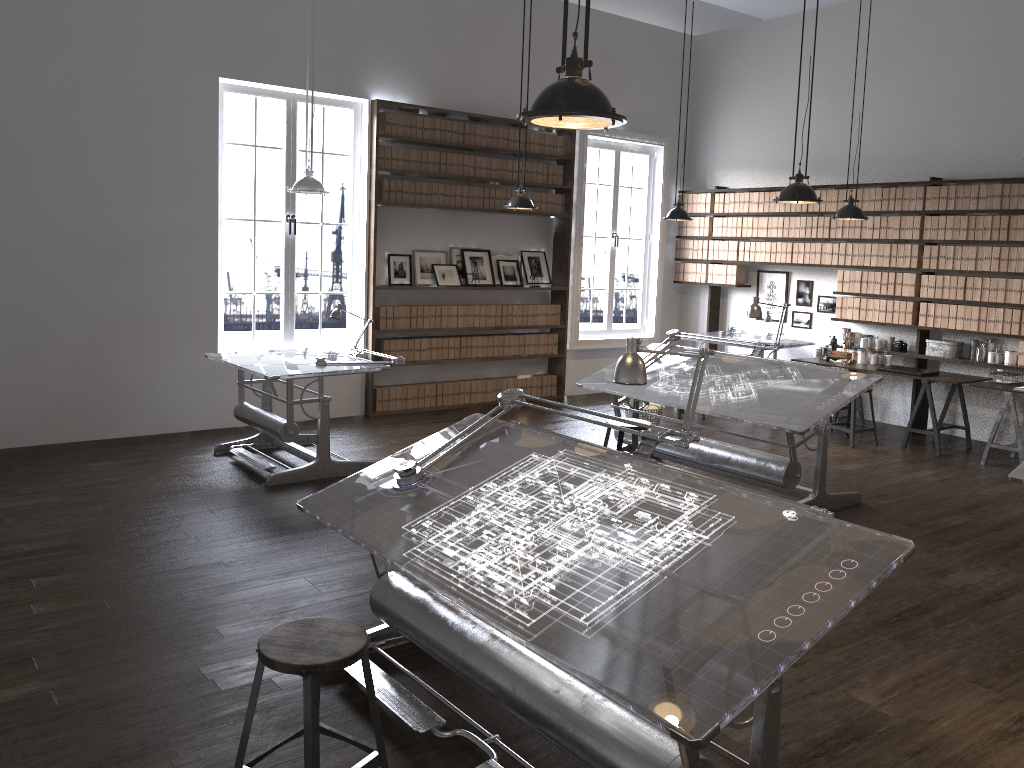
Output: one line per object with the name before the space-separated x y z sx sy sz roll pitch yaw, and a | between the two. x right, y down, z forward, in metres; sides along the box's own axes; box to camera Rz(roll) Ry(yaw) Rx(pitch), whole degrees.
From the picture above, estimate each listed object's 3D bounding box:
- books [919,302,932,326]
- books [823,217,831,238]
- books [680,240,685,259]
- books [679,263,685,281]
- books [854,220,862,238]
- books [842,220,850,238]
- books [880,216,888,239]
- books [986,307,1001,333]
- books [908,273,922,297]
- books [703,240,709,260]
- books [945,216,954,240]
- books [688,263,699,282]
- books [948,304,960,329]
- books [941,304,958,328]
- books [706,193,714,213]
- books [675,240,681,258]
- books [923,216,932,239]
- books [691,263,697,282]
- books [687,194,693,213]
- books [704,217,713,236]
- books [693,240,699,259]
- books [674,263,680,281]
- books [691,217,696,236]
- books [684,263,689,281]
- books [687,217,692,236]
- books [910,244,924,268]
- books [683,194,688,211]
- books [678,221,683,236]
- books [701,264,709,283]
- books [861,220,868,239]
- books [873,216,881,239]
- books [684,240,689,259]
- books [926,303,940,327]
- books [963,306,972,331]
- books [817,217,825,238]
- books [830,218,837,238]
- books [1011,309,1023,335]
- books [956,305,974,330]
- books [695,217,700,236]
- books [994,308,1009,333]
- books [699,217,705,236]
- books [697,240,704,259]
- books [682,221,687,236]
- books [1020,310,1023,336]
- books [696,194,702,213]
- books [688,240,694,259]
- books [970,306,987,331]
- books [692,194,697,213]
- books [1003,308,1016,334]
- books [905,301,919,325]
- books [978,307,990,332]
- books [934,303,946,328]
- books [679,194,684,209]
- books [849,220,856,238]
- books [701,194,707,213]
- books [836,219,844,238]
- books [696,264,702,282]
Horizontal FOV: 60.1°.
books | 3.974 -0.666 8.470 0.175 0.224 0.067 -3 8 -37
books | 3.340 -1.630 9.255 0.175 0.224 0.067 -3 8 -37
books | 2.139 -1.647 10.839 0.175 0.224 0.067 -3 8 -37
books | 2.133 -1.370 10.854 0.175 0.224 0.067 -3 8 -37
books | 3.554 -1.579 8.975 0.175 0.224 0.067 -3 8 -37
books | 3.475 -1.599 9.087 0.174 0.224 0.067 -3 8 -37
books | 3.723 -1.540 8.763 0.175 0.224 0.067 -3 8 -37
books | 4.357 -0.577 7.982 0.174 0.224 0.067 -3 8 -37
books | 3.906 -0.952 8.544 0.175 0.224 0.067 -3 8 -37
books | 2.359 -1.595 10.554 0.175 0.224 0.067 -3 8 -37
books | 4.118 -1.447 8.246 0.175 0.224 0.067 -3 8 -37
books | 2.220 -1.350 10.745 0.175 0.224 0.067 -3 8 -37
books | 4.146 -0.626 8.248 0.175 0.224 0.067 -3 8 -37
books | 4.107 -0.636 8.306 0.175 0.224 0.067 -3 8 -37
books | 2.381 -2.138 10.491 0.175 0.224 0.067 -3 8 -37
books | 2.094 -1.656 10.889 0.175 0.224 0.067 -3 8 -37
books | 3.992 -1.477 8.416 0.174 0.224 0.067 -3 8 -37
books | 2.255 -1.341 10.693 0.175 0.224 0.067 -3 8 -37
books | 2.210 -2.179 10.714 0.174 0.224 0.067 -3 8 -37
books | 2.369 -1.865 10.526 0.174 0.224 0.067 -3 8 -37
books | 2.269 -1.616 10.672 0.175 0.224 0.067 -3 8 -37
books | 2.092 -1.381 10.916 0.175 0.224 0.067 -3 8 -37
books | 2.244 -1.895 10.687 0.175 0.224 0.067 -3 8 -37
books | 2.182 -1.360 10.799 0.175 0.224 0.067 -3 8 -37
books | 2.204 -1.904 10.736 0.175 0.224 0.067 -3 8 -37
books | 3.920 -1.227 8.523 0.175 0.224 0.067 -3 8 -37
books | 2.164 -2.189 10.769 0.175 0.224 0.067 -3 8 -37
books | 2.119 -1.924 10.850 0.175 0.224 0.067 -3 8 -37
books | 2.345 -1.321 10.581 0.174 0.224 0.067 -3 8 -37
books | 3.598 -1.570 8.925 0.175 0.224 0.067 -3 8 -37
books | 3.678 -1.550 8.816 0.175 0.224 0.067 -3 8 -37
books | 2.182 -1.636 10.783 0.174 0.224 0.067 -3 8 -37
books | 4.021 -0.656 8.415 0.174 0.224 0.067 -3 8 -37
books | 4.231 -0.606 8.143 0.175 0.224 0.067 -3 8 -37
books | 3.299 -1.641 9.317 0.175 0.224 0.067 -3 8 -37
books | 3.389 -1.619 9.200 0.175 0.224 0.067 -3 8 -37
books | 4.484 -0.546 7.808 0.175 0.224 0.067 -3 8 -37
books | 4.192 -0.615 8.192 0.175 0.224 0.067 -3 8 -37
books | 2.280 -1.885 10.632 0.175 0.224 0.067 -3 8 -37
books | 4.396 -0.567 7.924 0.174 0.224 0.067 -3 8 -37
books | 2.326 -1.876 10.582 0.175 0.224 0.067 -3 8 -37
books | 2.310 -1.605 10.609 0.175 0.224 0.067 -3 8 -37
books | 2.159 -1.914 10.792 0.175 0.224 0.067 -3 8 -37
books | 4.533 -0.536 7.753 0.175 0.224 0.067 -3 8 -37
books | 2.296 -2.159 10.605 0.175 0.224 0.067 -3 8 -37
books | 2.222 -1.626 10.725 0.174 0.224 0.067 -3 8 -37
books | 4.268 -0.597 8.088 0.175 0.224 0.067 -3 8 -37
books | 2.256 -2.169 10.661 0.174 0.224 0.067 -3 8 -37
books | 4.443 -0.557 7.871 0.175 0.224 0.067 -3 8 -37
books | 3.894 -0.685 8.575 0.175 0.224 0.067 -3 8 -37
books | 4.313 -0.587 8.038 0.175 0.224 0.067 -3 8 -37
books | 4.066 -0.646 8.362 0.174 0.224 0.067 -3 8 -37
books | 2.120 -2.199 10.826 0.175 0.224 0.067 -3 8 -37
books | 3.518 -1.589 9.031 0.175 0.224 0.067 -3 8 -37
books | 2.336 -2.149 10.547 0.175 0.224 0.067 -3 8 -37
books | 3.429 -1.609 9.141 0.174 0.224 0.067 -3 8 -37
books | 2.299 -1.331 10.636 0.175 0.224 0.067 -3 8 -37
